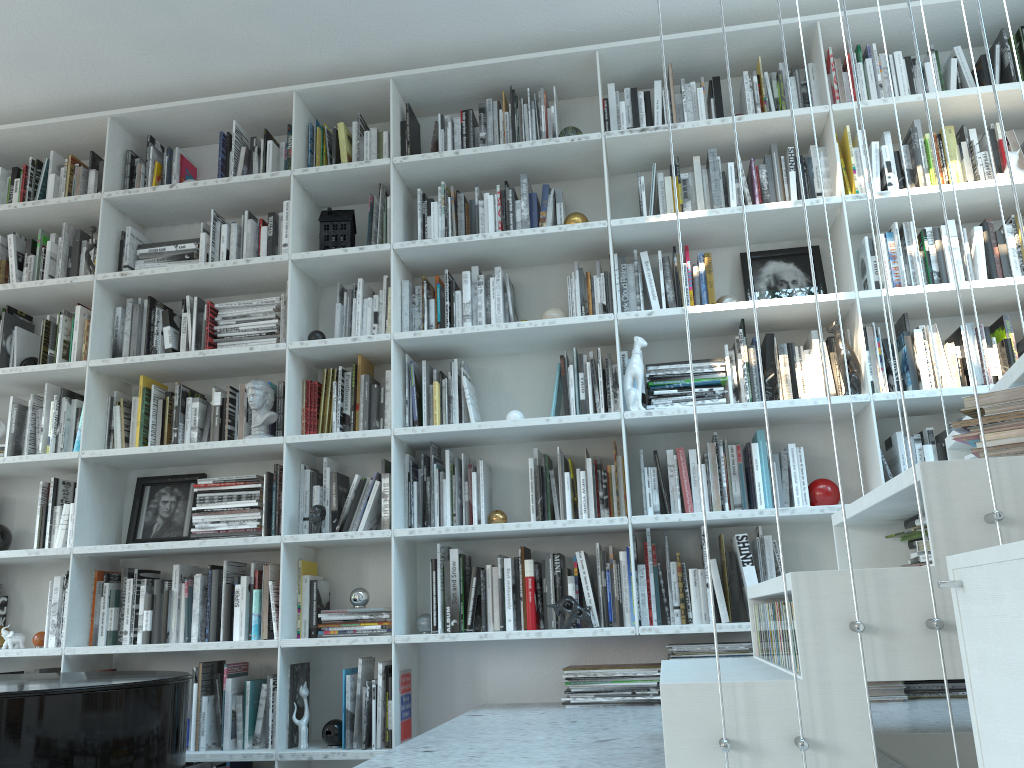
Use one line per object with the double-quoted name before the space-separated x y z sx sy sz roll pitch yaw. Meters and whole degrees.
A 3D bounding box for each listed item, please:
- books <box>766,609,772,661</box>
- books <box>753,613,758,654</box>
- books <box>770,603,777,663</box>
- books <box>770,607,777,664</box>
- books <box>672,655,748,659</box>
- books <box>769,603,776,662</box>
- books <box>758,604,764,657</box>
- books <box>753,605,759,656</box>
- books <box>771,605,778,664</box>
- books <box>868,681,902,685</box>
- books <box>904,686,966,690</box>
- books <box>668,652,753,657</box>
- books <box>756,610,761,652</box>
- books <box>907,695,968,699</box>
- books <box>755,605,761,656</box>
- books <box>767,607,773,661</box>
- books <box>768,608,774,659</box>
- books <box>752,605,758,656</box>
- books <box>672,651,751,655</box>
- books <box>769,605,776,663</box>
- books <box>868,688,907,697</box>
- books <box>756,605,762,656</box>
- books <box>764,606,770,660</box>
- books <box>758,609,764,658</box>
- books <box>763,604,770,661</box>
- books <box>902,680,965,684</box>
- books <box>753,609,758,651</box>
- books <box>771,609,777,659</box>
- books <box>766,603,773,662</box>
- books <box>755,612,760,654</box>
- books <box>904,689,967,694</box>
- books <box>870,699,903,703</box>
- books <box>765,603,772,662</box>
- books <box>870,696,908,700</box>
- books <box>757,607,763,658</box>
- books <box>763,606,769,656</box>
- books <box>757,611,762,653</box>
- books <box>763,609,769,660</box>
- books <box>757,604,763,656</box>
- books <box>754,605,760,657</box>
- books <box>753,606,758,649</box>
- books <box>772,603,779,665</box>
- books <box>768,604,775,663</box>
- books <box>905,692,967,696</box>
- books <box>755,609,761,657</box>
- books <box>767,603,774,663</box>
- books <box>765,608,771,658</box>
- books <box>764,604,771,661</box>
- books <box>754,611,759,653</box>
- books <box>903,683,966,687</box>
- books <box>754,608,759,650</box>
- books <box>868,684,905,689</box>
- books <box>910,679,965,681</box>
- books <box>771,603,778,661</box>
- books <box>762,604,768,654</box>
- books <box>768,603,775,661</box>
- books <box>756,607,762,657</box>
"books" 0.628 0.543 1.947 0.125 0.125 0.007 -4 -15 9
"books" 0.678 0.620 2.239 0.125 0.125 0.008 -4 -15 9
"books" 0.613 0.521 1.861 0.125 0.125 0.008 -4 -15 9
"books" 0.614 0.523 1.868 0.125 0.125 0.008 -4 -15 9
"books" 0.689 0.945 3.083 0.254 0.005 0.161 -6 -15 13
"books" 0.616 0.525 1.876 0.125 0.125 0.008 -4 -15 9
"books" 0.655 0.585 2.104 0.125 0.125 0.010 -4 -15 9
"books" 0.674 0.614 2.217 0.125 0.125 0.007 -4 -15 9
"books" 0.611 0.517 1.848 0.125 0.125 0.008 -4 -15 9
"books" 1.178 0.989 2.952 0.183 0.012 0.206 -4 -15 8
"books" 1.445 1.000 2.947 0.359 0.009 0.201 -5 -15 10
"books" 0.689 0.940 3.087 0.285 0.005 0.160 -4 -15 6
"books" 0.665 0.599 2.161 0.125 0.125 0.008 -4 -15 9
"books" 1.446 1.027 2.940 0.320 0.009 0.203 -4 -15 8
"books" 0.667 0.602 2.171 0.125 0.125 0.012 -4 -15 9
"books" 0.624 0.538 1.926 0.125 0.125 0.014 -4 -15 9
"books" 0.621 0.533 1.907 0.125 0.125 0.007 -4 -15 9
"books" 0.680 0.622 2.247 0.125 0.125 0.009 -4 -15 9
"books" 0.688 0.934 3.084 0.254 0.005 0.161 -3 -15 4
"books" 0.617 0.527 1.885 0.125 0.125 0.010 -4 -15 9
"books" 1.190 1.014 2.944 0.160 0.025 0.244 -4 -15 8
"books" 0.662 0.595 2.146 0.125 0.125 0.007 -4 -15 9
"books" 0.634 0.553 1.984 0.125 0.125 0.008 -4 -15 9
"books" 0.657 0.587 2.115 0.125 0.125 0.010 -4 -15 9
"books" 0.635 0.555 1.991 0.125 0.125 0.008 -4 -15 9
"books" 1.444 0.983 2.951 0.320 0.009 0.203 -4 -15 8
"books" 0.677 0.618 2.232 0.125 0.125 0.009 -4 -15 9
"books" 0.612 0.519 1.854 0.125 0.125 0.008 -4 -15 9
"books" 0.626 0.541 1.938 0.125 0.125 0.010 -4 -15 9
"books" 0.670 0.607 2.189 0.125 0.125 0.008 -4 -15 9
"books" 1.443 1.006 2.933 0.359 0.009 0.201 -3 -15 4
"books" 1.187 1.040 2.938 0.159 0.012 0.279 -5 -15 11
"books" 0.629 0.546 1.956 0.125 0.125 0.009 -4 -15 9
"books" 1.197 1.029 2.939 0.131 0.008 0.292 -3 -15 5
"books" 0.660 0.592 2.131 0.125 0.125 0.008 -4 -15 9
"books" 0.637 0.557 1.997 0.125 0.125 0.008 -4 -15 9
"books" 0.661 0.594 2.139 0.125 0.125 0.007 -4 -15 9
"books" 0.638 0.558 2.004 0.125 0.125 0.007 -4 -15 9
"books" 0.658 0.590 2.124 0.125 0.125 0.008 -4 -15 9
"books" 0.671 0.608 2.196 0.125 0.125 0.007 -4 -15 9
"books" 0.676 0.616 2.224 0.125 0.125 0.008 -4 -15 9
"books" 0.608 0.514 1.833 0.125 0.125 0.008 -4 -15 9
"books" 0.620 0.531 1.900 0.125 0.125 0.007 -4 -15 9
"books" 1.443 1.015 2.932 0.320 0.009 0.203 -6 -15 13
"books" 0.668 0.604 2.180 0.125 0.125 0.010 -4 -15 9
"books" 0.623 0.535 1.916 0.125 0.125 0.010 -4 -15 9
"books" 0.631 0.548 1.963 0.125 0.125 0.010 -4 -15 9
"books" 0.633 0.551 1.974 0.125 0.125 0.012 -4 -15 9
"books" 0.673 0.612 2.210 0.125 0.125 0.008 -4 -15 9
"books" 1.443 0.990 2.944 0.359 0.009 0.201 -5 -15 12
"books" 0.672 0.610 2.203 0.125 0.125 0.009 -4 -15 9
"books" 1.179 0.999 2.950 0.168 0.008 0.282 -3 -15 5
"books" 1.443 0.973 2.951 0.320 0.009 0.203 -4 -15 7
"books" 0.610 0.515 1.840 0.125 0.125 0.007 -4 -15 9
"books" 0.639 0.560 2.012 0.125 0.125 0.007 -4 -15 9
"books" 0.619 0.529 1.893 0.125 0.125 0.007 -4 -15 9
"books" 0.663 0.597 2.153 0.125 0.125 0.007 -4 -15 9
